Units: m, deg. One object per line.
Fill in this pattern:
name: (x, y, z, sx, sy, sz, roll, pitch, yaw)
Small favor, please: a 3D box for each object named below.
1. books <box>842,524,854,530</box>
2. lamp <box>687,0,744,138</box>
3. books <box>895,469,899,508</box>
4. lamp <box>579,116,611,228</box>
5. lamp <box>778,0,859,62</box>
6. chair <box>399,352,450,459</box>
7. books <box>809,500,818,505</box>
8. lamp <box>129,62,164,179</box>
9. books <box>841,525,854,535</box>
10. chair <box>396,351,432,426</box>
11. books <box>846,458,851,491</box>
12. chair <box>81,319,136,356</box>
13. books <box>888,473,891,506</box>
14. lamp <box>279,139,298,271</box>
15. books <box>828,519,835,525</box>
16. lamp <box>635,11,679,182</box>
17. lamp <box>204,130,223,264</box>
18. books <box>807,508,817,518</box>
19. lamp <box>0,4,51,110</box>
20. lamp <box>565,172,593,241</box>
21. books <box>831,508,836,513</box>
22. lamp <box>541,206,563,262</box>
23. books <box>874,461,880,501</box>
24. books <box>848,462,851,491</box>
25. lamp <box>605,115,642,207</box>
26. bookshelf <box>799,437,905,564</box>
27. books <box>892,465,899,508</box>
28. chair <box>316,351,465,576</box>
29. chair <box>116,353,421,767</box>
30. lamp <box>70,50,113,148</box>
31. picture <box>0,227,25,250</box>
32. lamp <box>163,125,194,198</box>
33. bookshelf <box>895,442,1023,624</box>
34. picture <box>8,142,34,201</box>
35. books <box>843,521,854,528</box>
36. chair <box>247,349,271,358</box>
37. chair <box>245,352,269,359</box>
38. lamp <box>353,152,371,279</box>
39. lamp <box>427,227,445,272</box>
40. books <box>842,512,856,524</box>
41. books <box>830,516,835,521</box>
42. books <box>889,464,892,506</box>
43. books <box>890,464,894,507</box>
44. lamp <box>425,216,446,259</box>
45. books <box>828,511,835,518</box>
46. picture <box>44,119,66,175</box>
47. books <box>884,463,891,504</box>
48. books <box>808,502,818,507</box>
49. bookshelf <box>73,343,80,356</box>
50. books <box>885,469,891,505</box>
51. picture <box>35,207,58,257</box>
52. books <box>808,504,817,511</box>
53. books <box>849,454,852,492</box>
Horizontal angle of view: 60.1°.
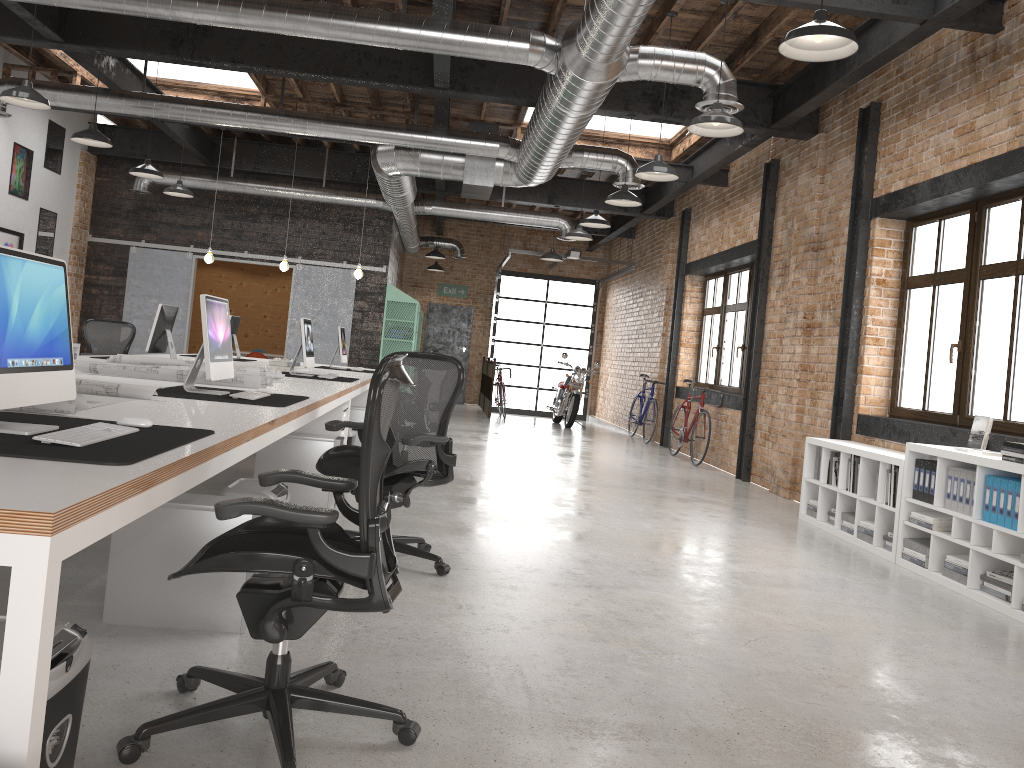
books: (2.605, 1.062, 6.555, 0.219, 0.034, 0.260, 5, 2, -5)
lamp: (1.363, -2.076, 5.768, 0.362, 0.857, 0.361, 5, -1, 13)
books: (2.691, 0.721, 5.946, 0.221, 0.283, 0.061, 6, -1, 0)
lamp: (1.021, -2.497, 10.181, 0.362, 1.364, 0.361, 6, -1, 3)
lamp: (1.518, -2.268, 4.217, 0.362, 1.364, 0.361, 5, -1, 13)
chair: (-0.889, 0.248, 7.568, 0.792, 1.086, 0.770, 6, 0, 4)
books: (2.561, 0.965, 7.172, 0.214, 0.052, 0.252, 5, 2, -5)
lamp: (-3.962, -2.973, 9.772, 0.362, 1.364, 0.361, 6, -1, 3)
books: (2.599, 1.087, 6.562, 0.206, 0.061, 0.274, 5, 2, -5)
chair: (-1.240, 0.130, 10.332, 0.791, 1.086, 0.771, 6, 0, -26)
books: (2.629, 0.702, 6.702, 0.182, 0.262, 0.056, 6, -1, 0)
chair: (-4.591, -0.194, 10.208, 0.794, 1.086, 0.768, 5, 0, 34)
books: (2.657, 0.736, 6.047, 0.162, 0.240, 0.054, 6, -1, 0)
lamp: (-2.770, -2.243, 11.080, 0.123, 1.680, 0.123, 6, -1, -7)
books: (2.598, 1.082, 6.881, 0.184, 0.049, 0.261, 5, 2, -4)
lamp: (1.259, -2.387, 7.318, 0.361, 1.364, 0.362, 6, -1, -32)
lamp: (-3.683, -2.330, 11.005, 0.123, 1.680, 0.123, 6, -1, -7)
books: (2.554, 1.060, 7.189, 0.217, 0.072, 0.289, 5, 2, -5)
lamp: (-3.723, -2.863, 6.909, 0.361, 1.364, 0.362, 6, -1, -12)
lamp: (0.896, -2.290, 11.377, 0.362, 0.857, 0.361, 5, -1, 13)
books: (2.621, 0.994, 6.858, 0.199, 0.055, 0.240, 5, 2, -4)
lamp: (0.673, -2.393, 14.054, 0.361, 0.857, 0.362, 6, -1, -27)
books: (2.705, 0.679, 6.234, 0.259, 0.351, 0.065, 6, -1, 0)
books: (2.622, 0.714, 6.671, 0.162, 0.240, 0.054, 6, -1, 0)
lamp: (1.125, -2.185, 8.631, 0.362, 0.857, 0.361, 5, -1, 18)
bookshelf: (2.674, 0.827, 6.607, 0.400, 0.685, 1.544, 6, 1, -5)
books: (2.712, 0.686, 5.979, 0.271, 0.355, 0.063, 6, -1, 0)
chair: (-0.619, 0.367, 4.502, 0.771, 1.086, 0.791, 6, 0, 19)
chair: (-0.603, 0.431, 2.444, 0.791, 1.086, 0.771, 6, 0, -21)
lamp: (-3.858, -2.661, 8.222, 0.362, 0.857, 0.361, 6, -1, 3)
picture: (-6.441, -1.544, 11.287, 0.054, 0.843, 0.676, 6, 0, -5)
lamp: (-4.086, -2.766, 10.968, 0.362, 0.857, 0.361, 5, -1, 13)
bookshelf: (2.814, 0.830, 5.060, 0.400, 0.800, 1.544, 6, 1, -5)
picture: (-6.355, -2.746, 11.468, 0.018, 0.662, 0.532, 6, 0, -5)
books: (2.607, 1.044, 6.551, 0.214, 0.046, 0.251, 5, 2, -5)
chair: (-4.963, -0.282, 17.051, 0.617, 0.778, 0.581, 6, 0, -10)
chair: (-4.345, -0.164, 15.116, 0.617, 0.778, 0.581, 6, 0, -10)
lamp: (-1.858, -2.155, 11.155, 0.123, 1.680, 0.123, 6, -1, -7)
lamp: (-1.476, -2.962, 17.915, 0.361, 1.339, 0.362, 6, -1, -27)
books: (2.613, 1.008, 6.570, 0.217, 0.078, 0.291, 5, 2, -5)
books: (2.595, 1.053, 6.868, 0.163, 0.047, 0.239, 5, 2, -4)
books: (2.706, 0.683, 6.033, 0.258, 0.355, 0.049, 6, -1, 0)
books: (2.710, 0.686, 6.010, 0.259, 0.353, 0.070, 6, -1, 0)
lamp: (-1.271, -2.868, 15.454, 0.361, 1.339, 0.362, 6, -1, -27)
books: (2.620, 1.026, 6.882, 0.222, 0.055, 0.282, 5, 2, -4)
picture: (-6.377, -3.297, 12.355, 0.018, 0.662, 0.532, 6, 0, -5)
books: (2.708, 0.706, 6.118, 0.259, 0.305, 0.040, 6, -1, 0)
books: (2.559, 0.983, 7.175, 0.219, 0.039, 0.260, 5, 2, -5)
bookshelf: (-6.468, -0.235, 12.135, 0.400, 0.685, 1.544, 6, 1, -5)
books: (2.663, 0.724, 6.078, 0.182, 0.262, 0.056, 6, -1, 0)
picture: (-6.497, -2.093, 12.354, 0.018, 0.662, 0.532, 6, 0, -5)
books: (2.553, 1.009, 7.182, 0.206, 0.067, 0.275, 5, 2, -5)
books: (2.672, 0.661, 6.657, 0.258, 0.355, 0.049, 6, -1, 0)
